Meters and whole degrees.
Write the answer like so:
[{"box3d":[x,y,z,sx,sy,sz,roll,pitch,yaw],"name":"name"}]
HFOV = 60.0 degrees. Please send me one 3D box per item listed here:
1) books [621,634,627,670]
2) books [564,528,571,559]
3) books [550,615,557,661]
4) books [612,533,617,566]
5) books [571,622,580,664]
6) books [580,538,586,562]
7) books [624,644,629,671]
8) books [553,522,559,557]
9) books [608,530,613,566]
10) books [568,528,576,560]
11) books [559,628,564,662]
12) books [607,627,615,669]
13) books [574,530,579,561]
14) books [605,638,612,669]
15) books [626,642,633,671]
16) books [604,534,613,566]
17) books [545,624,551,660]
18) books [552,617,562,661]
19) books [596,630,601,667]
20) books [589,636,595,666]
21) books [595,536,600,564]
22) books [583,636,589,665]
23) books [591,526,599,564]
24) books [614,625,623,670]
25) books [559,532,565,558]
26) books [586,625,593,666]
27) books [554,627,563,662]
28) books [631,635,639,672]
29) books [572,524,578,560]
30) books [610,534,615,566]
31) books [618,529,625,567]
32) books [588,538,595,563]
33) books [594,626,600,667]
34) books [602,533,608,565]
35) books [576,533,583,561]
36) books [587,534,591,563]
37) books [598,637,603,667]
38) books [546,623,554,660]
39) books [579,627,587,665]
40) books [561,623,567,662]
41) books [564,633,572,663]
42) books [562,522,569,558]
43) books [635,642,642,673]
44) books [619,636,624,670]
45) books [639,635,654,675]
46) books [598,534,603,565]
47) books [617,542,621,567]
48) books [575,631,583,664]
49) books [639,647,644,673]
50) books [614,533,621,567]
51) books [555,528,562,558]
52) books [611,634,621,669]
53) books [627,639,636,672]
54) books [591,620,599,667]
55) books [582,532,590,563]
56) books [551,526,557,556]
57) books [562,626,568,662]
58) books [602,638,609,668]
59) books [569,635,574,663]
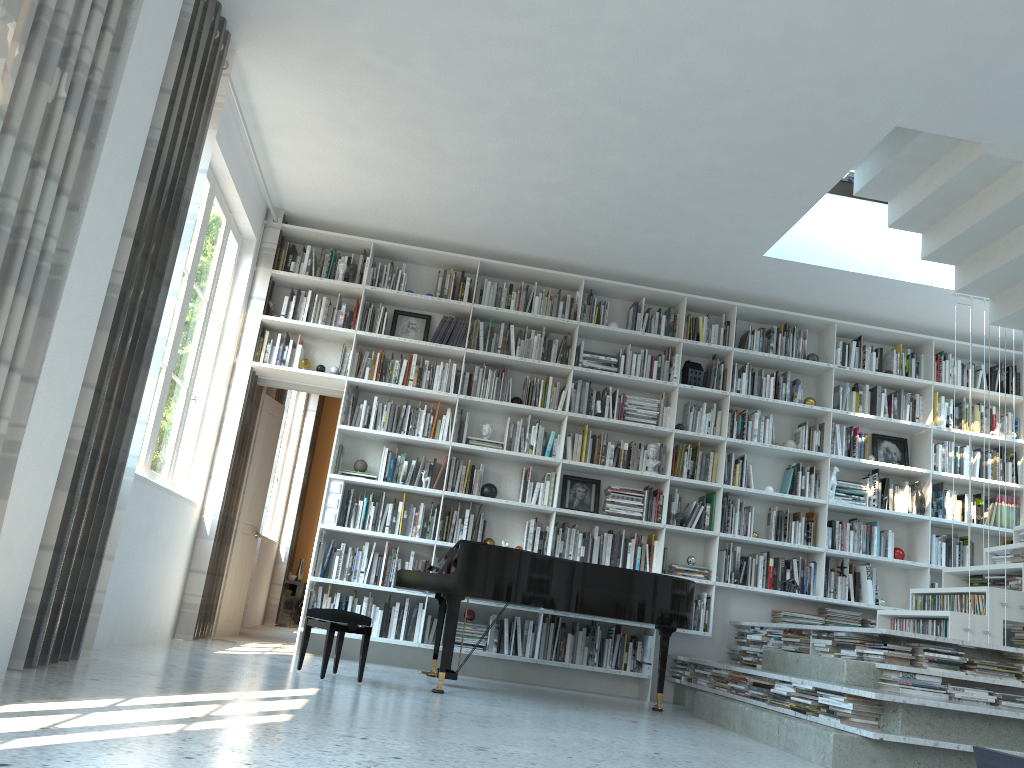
[{"box3d":[0.817,1.989,6.590,0.011,0.257,0.172,9,-14,-5],"name":"books"},{"box3d":[0.412,1.226,6.744,0.024,0.247,0.132,9,-14,-5],"name":"books"},{"box3d":[0.298,1.868,6.563,0.012,0.336,0.144,9,-14,-5],"name":"books"},{"box3d":[0.761,1.272,6.760,0.010,0.260,0.181,9,-14,-5],"name":"books"},{"box3d":[0.460,1.917,6.578,0.026,0.293,0.155,9,-14,-5],"name":"books"},{"box3d":[0.520,1.268,6.717,0.029,0.183,0.175,9,-14,-5],"name":"books"},{"box3d":[0.828,2.027,6.593,0.024,0.190,0.155,9,-14,-5],"name":"books"},{"box3d":[0.322,1.195,6.727,0.011,0.274,0.146,9,-14,-5],"name":"books"},{"box3d":[0.738,1.261,6.778,0.014,0.285,0.135,9,-14,-5],"name":"books"},{"box3d":[0.439,1.227,6.729,0.027,0.245,0.179,9,-14,-5],"name":"books"},{"box3d":[0.357,1.928,6.564,0.012,0.238,0.129,9,-14,-5],"name":"books"},{"box3d":[0.725,1.957,6.583,0.011,0.292,0.184,9,-14,-5],"name":"books"},{"box3d":[0.474,1.237,6.746,0.021,0.244,0.142,9,-14,-5],"name":"books"},{"box3d":[0.699,1.993,6.570,0.029,0.209,0.171,9,-14,-5],"name":"books"},{"box3d":[0.853,2.021,6.586,0.022,0.204,0.191,9,-14,-5],"name":"books"},{"box3d":[0.719,1.272,6.748,0.026,0.244,0.192,9,-14,-5],"name":"books"},{"box3d":[0.255,1.905,6.570,0.010,0.258,0.131,9,-14,-5],"name":"books"},{"box3d":[0.318,1.885,6.562,0.034,0.310,0.170,9,-14,-5],"name":"books"},{"box3d":[0.625,1.960,6.588,0.024,0.261,0.132,9,-14,-5],"name":"books"},{"box3d":[0.573,1.974,6.570,0.022,0.212,0.167,9,-14,-5],"name":"books"},{"box3d":[0.636,1.275,6.757,0.025,0.220,0.140,9,-14,-5],"name":"books"},{"box3d":[0.536,1.974,6.574,0.024,0.203,0.145,9,-14,-5],"name":"books"},{"box3d":[0.617,1.235,6.755,0.026,0.291,0.152,9,-14,-5],"name":"books"},{"box3d":[0.782,1.953,6.585,0.013,0.316,0.187,9,-14,-5],"name":"books"},{"box3d":[0.361,1.234,6.724,0.024,0.208,0.170,9,-14,-5],"name":"books"},{"box3d":[0.561,1.935,6.573,0.013,0.284,0.185,9,-14,-5],"name":"books"},{"box3d":[0.340,1.922,6.567,0.022,0.246,0.144,9,-14,-5],"name":"books"},{"box3d":[0.900,2.005,6.599,0.013,0.255,0.177,9,-14,-5],"name":"books"},{"box3d":[0.462,1.212,6.732,0.013,0.281,0.166,9,-14,-5],"name":"books"},{"box3d":[0.749,1.278,6.769,0.011,0.251,0.159,9,-14,-5],"name":"books"},{"box3d":[0.823,1.265,6.767,0.012,0.296,0.178,9,-14,-5],"name":"books"},{"box3d":[0.587,1.274,6.729,0.023,0.196,0.165,9,-14,-5],"name":"books"},{"box3d":[0.610,1.941,6.575,0.014,0.287,0.185,9,-14,-5],"name":"books"},{"box3d":[0.691,1.270,6.773,0.025,0.254,0.136,9,-14,-5],"name":"books"},{"box3d":[0.496,1.248,6.723,0.023,0.217,0.175,9,-14,-5],"name":"books"},{"box3d":[0.570,1.257,6.743,0.013,0.229,0.139,9,-14,-5],"name":"books"},{"box3d":[0.652,1.991,6.593,0.040,0.212,0.129,9,-14,-5],"name":"books"},{"box3d":[0.274,1.903,6.562,0.025,0.263,0.145,9,-14,-5],"name":"books"},{"box3d":[0.514,1.943,6.581,0.028,0.260,0.133,9,-14,-5],"name":"books"},{"box3d":[0.371,1.913,6.574,0.012,0.275,0.155,9,-14,-5],"name":"books"},{"box3d":[0.400,1.946,6.545,0.028,0.206,0.175,9,-14,-5],"name":"books"},{"box3d":[0.389,1.203,6.753,0.027,0.290,0.141,9,-14,-5],"name":"books"},{"box3d":[0.919,2.025,6.591,0.029,0.217,0.191,9,-14,-5],"name":"books"},{"box3d":[0.794,1.999,6.600,0.028,0.238,0.140,9,-14,-5],"name":"books"},{"box3d":[0.984,1.996,6.547,0.038,0.268,0.278,9,-14,-5],"name":"books"},{"box3d":[0.664,1.270,6.754,0.031,0.236,0.159,9,-14,-5],"name":"books"},{"box3d":[0.799,1.309,6.764,0.021,0.202,0.128,9,-14,-5],"name":"books"},{"box3d":[0.483,1.951,6.576,0.030,0.234,0.138,9,-14,-5],"name":"books"},{"box3d":[0.941,2.049,6.600,0.023,0.181,0.149,9,-14,-5],"name":"books"},{"box3d":[0.781,1.272,6.756,0.028,0.263,0.162,9,-14,-5],"name":"books"},{"box3d":[0.339,1.215,6.713,0.027,0.233,0.168,9,-14,-5],"name":"books"},{"box3d":[0.750,1.979,6.571,0.044,0.250,0.187,9,-14,-5],"name":"books"},{"box3d":[0.878,2.017,6.603,0.028,0.227,0.162,9,-14,-5],"name":"books"},{"box3d":[0.600,1.915,6.578,0.014,0.335,0.183,9,-14,-5],"name":"books"},{"box3d":[0.551,1.248,6.733,0.029,0.237,0.166,9,-14,-5],"name":"books"},{"box3d":[0.299,1.208,6.728,0.029,0.243,0.154,9,-14,-5],"name":"books"},{"box3d":[0.381,1.925,6.573,0.012,0.254,0.151,9,-14,-5],"name":"books"},{"box3d":[0.680,1.990,6.564,0.010,0.205,0.180,9,-14,-5],"name":"books"},{"box3d":[0.424,1.962,6.575,0.030,0.196,0.143,9,-14,-5],"name":"books"}]
